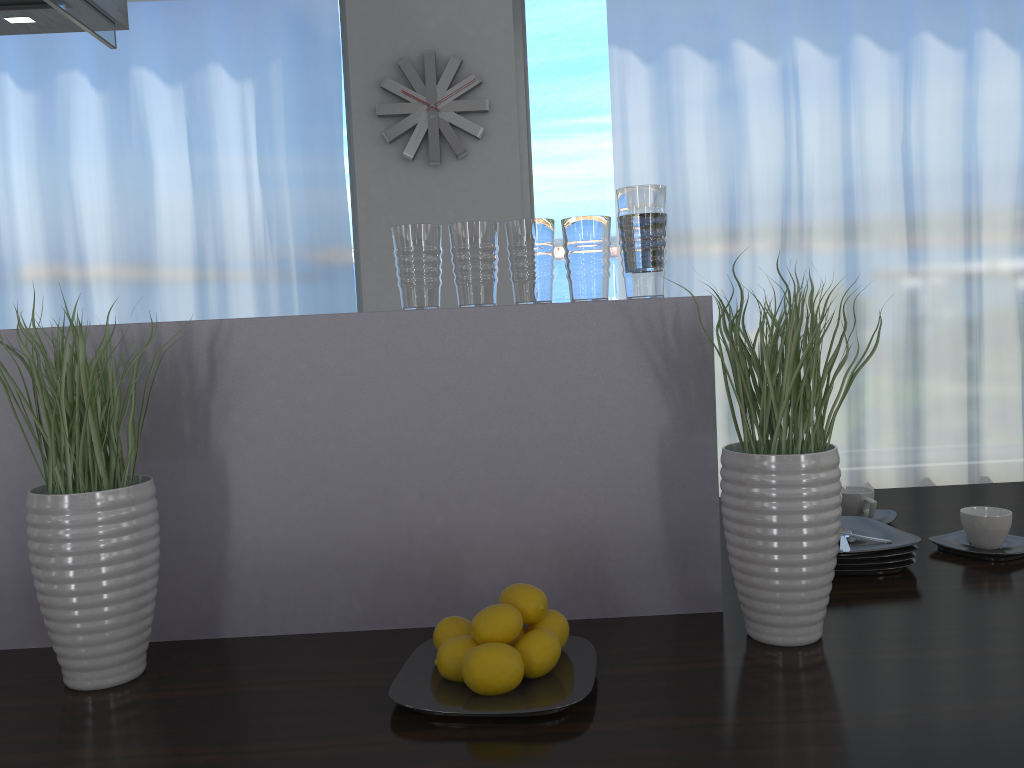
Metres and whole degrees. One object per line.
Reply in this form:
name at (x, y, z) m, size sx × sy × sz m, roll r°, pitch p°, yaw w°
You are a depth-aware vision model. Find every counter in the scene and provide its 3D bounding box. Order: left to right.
counter at (-0.247, 0.541, 1.439) m, size 3.291 × 1.300 × 1.302 m, roll -3°, pitch 4°, yaw -1°

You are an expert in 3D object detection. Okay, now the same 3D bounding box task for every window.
window at (-2.204, -0.650, 4.334) m, size 3.000 × 2.500 × 0.100 m, roll -3°, pitch 4°, yaw -1°
window at (1.542, -0.835, 4.381) m, size 3.000 × 2.500 × 0.100 m, roll -3°, pitch 4°, yaw -1°

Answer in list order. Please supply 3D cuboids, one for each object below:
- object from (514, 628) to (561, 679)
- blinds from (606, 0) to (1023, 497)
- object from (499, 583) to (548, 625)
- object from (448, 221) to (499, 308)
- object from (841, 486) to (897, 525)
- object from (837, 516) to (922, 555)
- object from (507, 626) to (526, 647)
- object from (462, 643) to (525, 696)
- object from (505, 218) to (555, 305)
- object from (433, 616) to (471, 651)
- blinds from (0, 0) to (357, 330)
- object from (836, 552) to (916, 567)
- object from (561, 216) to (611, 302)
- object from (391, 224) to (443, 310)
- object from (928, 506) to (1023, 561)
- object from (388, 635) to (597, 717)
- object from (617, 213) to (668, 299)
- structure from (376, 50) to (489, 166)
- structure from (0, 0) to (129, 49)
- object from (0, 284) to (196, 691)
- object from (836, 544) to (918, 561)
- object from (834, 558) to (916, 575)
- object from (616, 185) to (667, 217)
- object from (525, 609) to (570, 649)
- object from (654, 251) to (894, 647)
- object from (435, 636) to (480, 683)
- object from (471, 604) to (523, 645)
object at (0.027, 0.313, 1.029) m, size 0.061 × 0.054 × 0.052 m, roll -4°, pitch 4°, yaw -24°
blinds at (1.907, -0.652, 4.174) m, size 2.830 × 3.112 × 0.120 m, roll -3°, pitch 4°, yaw -1°
object at (0.014, 0.266, 1.071) m, size 0.053 × 0.048 × 0.063 m, roll -5°, pitch 4°, yaw -35°
object at (-0.053, -0.169, 1.271) m, size 0.072 × 0.119 × 0.071 m, roll 0°, pitch 5°, yaw 39°
object at (0.668, 0.241, 1.740) m, size 0.153 × 0.069 × 0.153 m, roll 0°, pitch 4°, yaw 33°
object at (0.365, 0.198, 1.562) m, size 0.646 × 0.147 × 0.269 m, roll -1°, pitch 4°, yaw 24°
object at (-0.009, 0.312, 1.074) m, size 0.057 × 0.060 × 0.071 m, roll -3°, pitch 4°, yaw 1°
object at (-0.021, 0.317, 0.986) m, size 0.070 × 0.058 × 0.060 m, roll -3°, pitch 4°, yaw -2°
object at (0.028, -0.173, 1.272) m, size 0.072 × 0.119 × 0.071 m, roll 0°, pitch 5°, yaw 39°
object at (-0.067, 0.313, 1.087) m, size 0.052 × 0.054 × 0.061 m, roll -6°, pitch 5°, yaw -44°
blinds at (-2.354, -0.442, 4.121) m, size 3.245 × 3.112 × 0.120 m, roll -3°, pitch 4°, yaw -1°
object at (0.541, 0.277, 1.490) m, size 0.232 × 0.020 × 0.232 m, roll -2°, pitch 4°, yaw 8°
object at (0.109, -0.177, 1.273) m, size 0.072 × 0.119 × 0.071 m, roll 0°, pitch 5°, yaw 39°
object at (-0.133, -0.165, 1.270) m, size 0.072 × 0.119 × 0.071 m, roll -6°, pitch 5°, yaw -41°
object at (0.804, 0.250, 1.504) m, size 0.153 × 0.069 × 0.153 m, roll -5°, pitch 4°, yaw -27°
object at (-0.018, 0.341, 1.040) m, size 0.232 × 0.020 × 0.232 m, roll -2°, pitch 4°, yaw 8°
object at (0.189, -0.181, 1.274) m, size 0.072 × 0.119 × 0.071 m, roll 0°, pitch 5°, yaw 39°
structure at (-0.357, -1.241, 3.987) m, size 0.505 × 0.505 × 0.076 m, roll -3°, pitch 4°, yaw -1°
structure at (-1.433, -1.356, 1.647) m, size 0.981 × 1.231 × 0.915 m, roll -3°, pitch 4°, yaw -1°
object at (-0.532, 0.121, 1.081) m, size 0.269 × 0.502 × 0.247 m, roll -3°, pitch 4°, yaw 0°
object at (0.540, 0.267, 1.490) m, size 0.232 × 0.020 × 0.232 m, roll -3°, pitch 4°, yaw 3°
object at (0.541, 0.287, 1.491) m, size 0.232 × 0.020 × 0.232 m, roll -2°, pitch 4°, yaw 8°
object at (0.188, -0.220, 1.271) m, size 0.072 × 0.119 × 0.071 m, roll 0°, pitch 5°, yaw 39°
object at (0.042, 0.304, 1.084) m, size 0.051 × 0.053 × 0.063 m, roll 0°, pitch 5°, yaw 40°
object at (0.356, 0.076, 1.117) m, size 0.247 × 0.502 × 0.269 m, roll 1°, pitch 5°, yaw 42°
object at (-0.058, 0.320, 1.032) m, size 0.063 × 0.051 × 0.053 m, roll -3°, pitch 4°, yaw 3°
object at (-0.018, 0.280, 1.030) m, size 0.061 × 0.047 × 0.053 m, roll -3°, pitch 4°, yaw 2°
